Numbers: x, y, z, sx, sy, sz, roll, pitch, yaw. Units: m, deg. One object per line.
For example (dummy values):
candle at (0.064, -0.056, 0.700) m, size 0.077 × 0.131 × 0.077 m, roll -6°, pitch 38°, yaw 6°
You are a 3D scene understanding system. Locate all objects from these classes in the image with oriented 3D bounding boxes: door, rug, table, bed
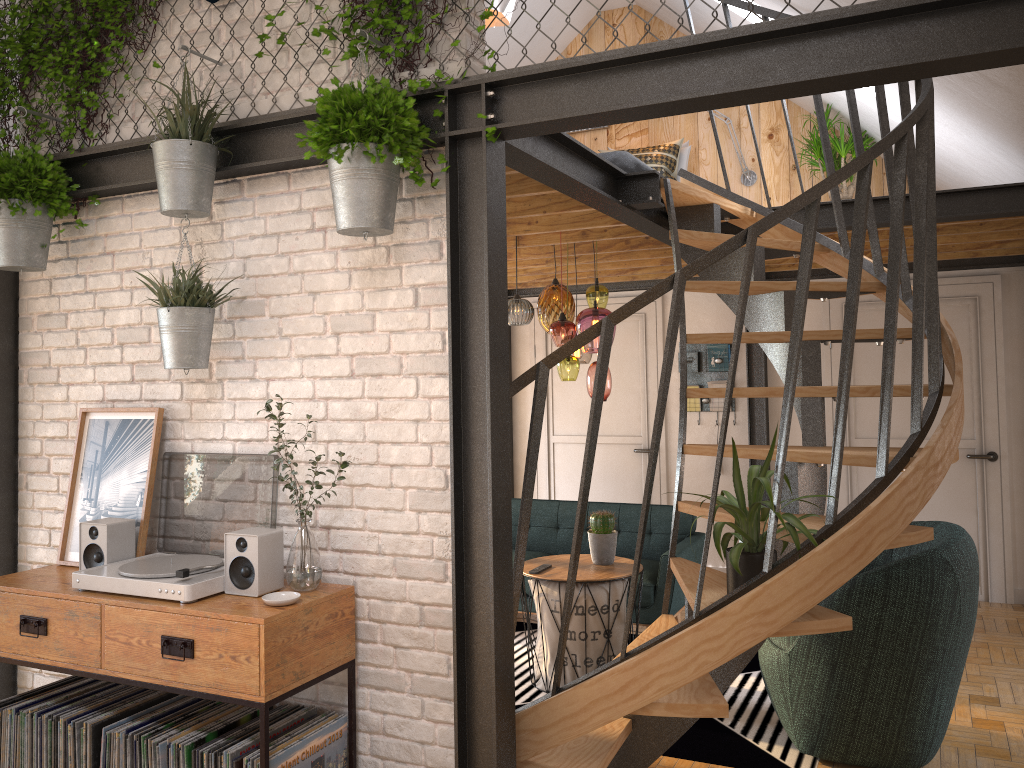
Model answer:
door at (0.706, 0.427, 7.497) m, size 1.199 × 2.304 × 0.088 m, roll -2°, pitch -2°, yaw 25°
door at (2.922, 0.388, 6.448) m, size 1.199 × 2.304 × 0.088 m, roll -2°, pitch -2°, yaw 25°
rug at (-0.020, 1.601, 5.034) m, size 3.498 × 0.010 × 1.699 m, roll -1°, pitch 0°, yaw 25°
table at (0.373, 1.248, 4.772) m, size 0.681 × 0.687 × 0.680 m, roll -1°, pitch -1°, yaw -25°
bed at (0.326, -1.435, 6.471) m, size 2.121 × 1.023 × 2.288 m, roll -1°, pitch 0°, yaw 25°

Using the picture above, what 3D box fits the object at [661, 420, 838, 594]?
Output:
object at (0.752, 0.407, 2.867) m, size 0.528 × 0.592 × 0.457 m, roll -1°, pitch -1°, yaw 13°

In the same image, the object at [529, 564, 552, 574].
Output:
object at (0.151, 0.981, 4.701) m, size 0.051 × 0.013 × 0.207 m, roll -1°, pitch 0°, yaw 25°

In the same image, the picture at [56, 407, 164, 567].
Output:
picture at (-1.471, 0.376, 3.242) m, size 0.410 × 0.577 × 0.126 m, roll -2°, pitch -2°, yaw 25°

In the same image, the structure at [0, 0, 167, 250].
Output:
structure at (-1.826, -1.344, 3.535) m, size 2.126 × 1.682 × 0.431 m, roll -1°, pitch -2°, yaw 26°

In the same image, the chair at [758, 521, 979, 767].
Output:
chair at (1.545, 1.094, 3.879) m, size 0.900 × 0.966 × 0.896 m, roll -1°, pitch -1°, yaw 11°

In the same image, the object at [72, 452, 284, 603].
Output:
object at (-1.106, 0.451, 2.931) m, size 0.786 × 0.415 × 0.414 m, roll -1°, pitch -1°, yaw 25°

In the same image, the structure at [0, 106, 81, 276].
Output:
structure at (-1.874, -0.737, 3.368) m, size 0.423 × 0.653 × 0.437 m, roll 0°, pitch -2°, yaw -34°

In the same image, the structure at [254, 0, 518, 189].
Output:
structure at (-0.299, -1.532, 2.835) m, size 1.304 × 1.873 × 0.457 m, roll -2°, pitch -2°, yaw 22°

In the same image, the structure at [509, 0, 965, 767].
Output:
structure at (0.866, -0.299, 3.533) m, size 1.626 × 3.824 × 2.247 m, roll -3°, pitch -2°, yaw 40°

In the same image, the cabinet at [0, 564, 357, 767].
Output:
cabinet at (-1.165, 1.142, 2.890) m, size 1.264 × 0.965 × 0.455 m, roll -1°, pitch -2°, yaw 25°

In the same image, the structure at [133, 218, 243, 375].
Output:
structure at (-1.111, -0.298, 3.021) m, size 0.359 × 0.535 × 0.384 m, roll -2°, pitch -2°, yaw 35°

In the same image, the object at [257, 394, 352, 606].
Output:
object at (-0.701, 0.341, 2.768) m, size 0.295 × 0.622 × 0.290 m, roll -3°, pitch -2°, yaw 40°

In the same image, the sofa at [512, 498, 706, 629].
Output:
sofa at (0.241, 1.199, 5.908) m, size 1.972 × 0.784 × 0.824 m, roll -1°, pitch -1°, yaw 25°

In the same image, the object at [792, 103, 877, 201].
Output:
object at (2.307, -1.473, 6.302) m, size 0.789 × 1.050 × 0.732 m, roll 0°, pitch -2°, yaw -25°

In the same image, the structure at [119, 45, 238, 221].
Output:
structure at (-1.137, -0.856, 3.038) m, size 0.384 × 0.608 × 0.348 m, roll -1°, pitch -2°, yaw -12°

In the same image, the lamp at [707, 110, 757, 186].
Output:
lamp at (1.496, -1.963, 6.945) m, size 0.850 × 0.815 × 0.194 m, roll -1°, pitch -2°, yaw -18°

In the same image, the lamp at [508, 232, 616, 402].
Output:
lamp at (0.284, -0.402, 4.996) m, size 0.618 × 1.015 × 0.490 m, roll 0°, pitch -2°, yaw -24°

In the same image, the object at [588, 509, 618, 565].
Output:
object at (0.496, 0.834, 4.849) m, size 0.190 × 0.296 × 0.172 m, roll -1°, pitch -2°, yaw -1°

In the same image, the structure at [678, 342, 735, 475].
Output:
structure at (1.556, 0.192, 7.095) m, size 0.442 × 1.078 × 0.099 m, roll -2°, pitch -2°, yaw 25°

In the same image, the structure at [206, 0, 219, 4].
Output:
structure at (-1.093, -1.828, 3.114) m, size 0.440 × 0.966 × 0.192 m, roll -2°, pitch -2°, yaw 25°

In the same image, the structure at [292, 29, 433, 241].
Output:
structure at (-0.455, -0.761, 2.696) m, size 0.423 × 0.653 × 0.437 m, roll 0°, pitch -2°, yaw -34°

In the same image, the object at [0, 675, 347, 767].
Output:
object at (-1.194, 1.337, 2.913) m, size 1.312 × 0.575 × 0.404 m, roll -1°, pitch -1°, yaw 25°

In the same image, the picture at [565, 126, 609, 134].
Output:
picture at (0.627, -2.443, 7.606) m, size 0.421 × 0.555 × 0.017 m, roll -2°, pitch -2°, yaw 25°

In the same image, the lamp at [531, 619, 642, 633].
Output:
lamp at (-0.324, 0.742, 6.079) m, size 2.357 × 1.721 × 0.570 m, roll -2°, pitch -2°, yaw 34°
